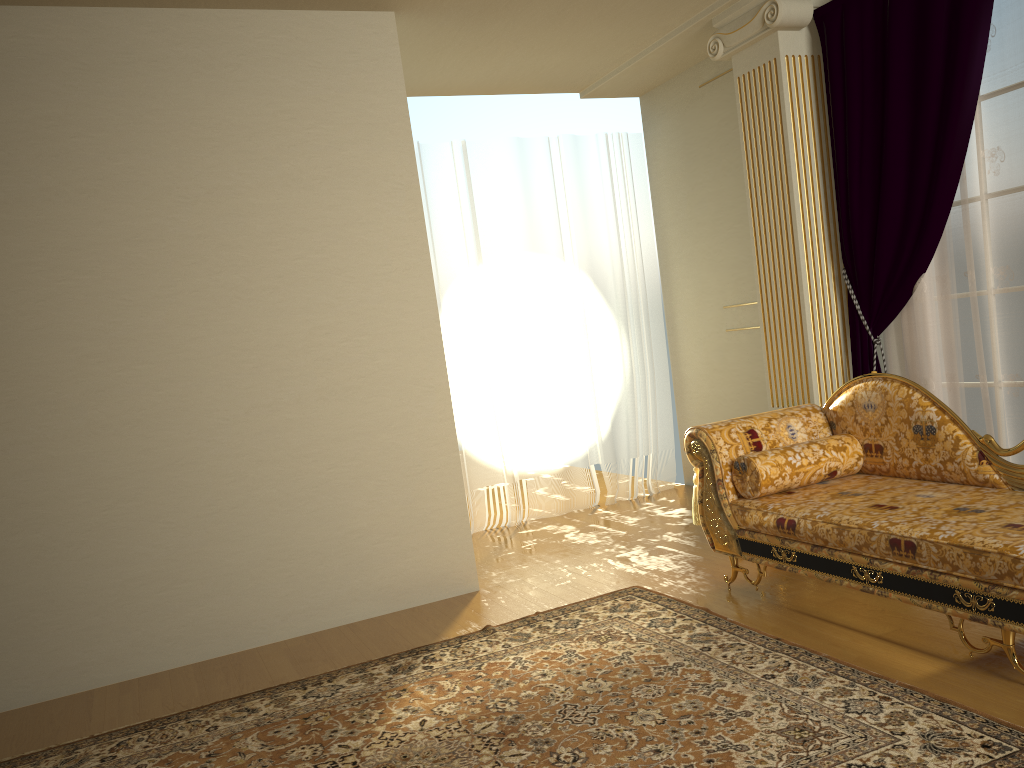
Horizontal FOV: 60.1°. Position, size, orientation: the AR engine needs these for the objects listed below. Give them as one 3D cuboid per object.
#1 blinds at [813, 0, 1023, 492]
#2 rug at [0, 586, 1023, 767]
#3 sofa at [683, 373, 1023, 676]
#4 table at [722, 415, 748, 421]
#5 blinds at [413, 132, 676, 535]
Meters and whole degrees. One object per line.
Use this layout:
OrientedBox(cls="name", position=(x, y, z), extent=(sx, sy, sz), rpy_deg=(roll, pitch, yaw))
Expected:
OrientedBox(cls="blinds", position=(2.165, -0.593, 3.566), extent=(0.338, 2.671, 2.230), rpy_deg=(-11, 6, -22))
OrientedBox(cls="rug", position=(-0.380, 1.144, 2.568), extent=(3.065, 0.017, 2.114), rpy_deg=(-9, 3, -23))
OrientedBox(cls="sofa", position=(1.439, 0.425, 3.237), extent=(0.690, 0.876, 1.890), rpy_deg=(-10, 4, -23))
OrientedBox(cls="table", position=(1.338, 0.496, 4.511), extent=(0.572, 0.647, 0.566), rpy_deg=(-6, 5, 22))
OrientedBox(cls="blinds", position=(0.103, -0.340, 5.819), extent=(2.157, 2.524, 0.163), rpy_deg=(-10, 7, -20))
